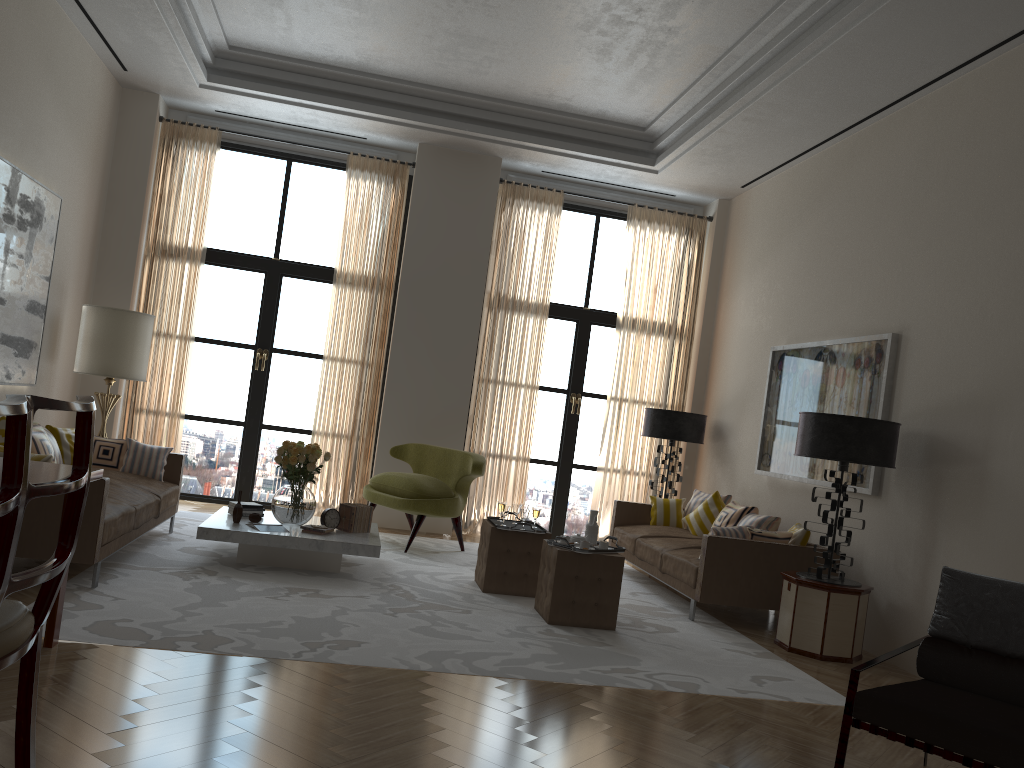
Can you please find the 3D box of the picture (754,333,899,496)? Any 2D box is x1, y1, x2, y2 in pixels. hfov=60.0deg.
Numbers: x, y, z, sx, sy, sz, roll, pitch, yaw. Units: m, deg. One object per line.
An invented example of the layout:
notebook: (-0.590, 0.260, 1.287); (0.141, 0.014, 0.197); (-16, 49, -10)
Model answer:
picture: (3.153, 0.291, 9.123); (0.080, 1.480, 2.266); (8, -2, -11)

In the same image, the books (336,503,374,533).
books: (-1.528, 1.300, 8.621); (0.210, 0.264, 0.282); (7, -2, 40)

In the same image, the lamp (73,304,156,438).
lamp: (-4.606, 0.283, 10.053); (0.766, 2.254, 0.769); (7, -1, 43)

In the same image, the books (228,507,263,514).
books: (-2.599, 1.234, 8.653); (0.207, 0.024, 0.263); (5, -3, 43)

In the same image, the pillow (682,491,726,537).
pillow: (2.320, 1.548, 10.366); (0.766, 0.617, 0.356); (6, -2, 34)

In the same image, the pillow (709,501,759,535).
pillow: (2.437, 1.580, 9.810); (0.404, 0.547, 0.617); (8, -2, -7)

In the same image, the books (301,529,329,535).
books: (-1.818, 1.364, 8.225); (0.197, 0.024, 0.256); (7, -2, 8)

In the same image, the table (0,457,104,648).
table: (-2.996, 0.844, 3.126); (1.801, 1.026, 3.800); (8, -2, -10)

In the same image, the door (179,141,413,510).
door: (-3.256, -0.720, 11.811); (3.260, 4.765, 0.239); (8, -1, -10)

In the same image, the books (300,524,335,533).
books: (-1.804, 1.342, 8.228); (0.255, 0.026, 0.202); (7, -2, 15)

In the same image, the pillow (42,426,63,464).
pillow: (-4.200, 0.670, 7.841); (0.371, 0.565, 0.659); (8, -2, -14)

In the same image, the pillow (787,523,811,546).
pillow: (2.698, 1.594, 8.587); (0.296, 0.475, 0.516); (7, -2, 12)

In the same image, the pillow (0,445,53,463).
pillow: (-3.547, 0.674, 6.437); (0.482, 0.433, 0.318); (8, -1, 0)

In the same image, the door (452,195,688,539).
door: (0.936, -0.125, 12.549); (3.088, 4.765, 0.239); (8, -1, -10)

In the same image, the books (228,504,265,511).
books: (-2.596, 1.210, 8.666); (0.229, 0.024, 0.281); (5, -3, 45)

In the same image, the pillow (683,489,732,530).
pillow: (2.326, 1.583, 10.771); (0.356, 0.576, 0.623); (8, -2, -31)

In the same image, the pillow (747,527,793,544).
pillow: (2.383, 1.578, 8.442); (0.465, 0.412, 0.304); (8, -1, -12)

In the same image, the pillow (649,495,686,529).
pillow: (1.905, 1.592, 10.849); (0.482, 0.433, 0.318); (8, -1, 0)

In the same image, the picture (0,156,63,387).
picture: (-4.609, -0.996, 7.754); (0.045, 1.997, 3.061); (8, -2, -9)

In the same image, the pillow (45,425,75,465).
pillow: (-4.337, 0.653, 8.699); (0.296, 0.475, 0.516); (7, -2, 12)

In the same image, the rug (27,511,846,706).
rug: (-0.812, 1.827, 8.344); (5.521, 0.065, 5.731); (8, -2, -10)

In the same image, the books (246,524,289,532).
books: (-2.227, 1.297, 8.076); (0.281, 0.038, 0.383); (9, -3, -37)

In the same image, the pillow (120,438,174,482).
pillow: (-3.667, 0.779, 8.870); (0.498, 0.428, 0.326); (8, -1, -22)

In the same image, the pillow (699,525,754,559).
pillow: (2.021, 1.525, 8.415); (0.498, 0.428, 0.326); (8, -1, -22)

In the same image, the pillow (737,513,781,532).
pillow: (2.552, 1.645, 9.444); (0.371, 0.565, 0.659); (8, -2, -14)

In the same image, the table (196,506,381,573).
table: (-2.095, 1.524, 8.531); (1.585, 0.343, 1.500); (8, -2, -10)

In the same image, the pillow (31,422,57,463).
pillow: (-4.068, 0.608, 7.477); (0.404, 0.547, 0.617); (8, -2, -7)

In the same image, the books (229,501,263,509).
books: (-2.596, 1.182, 8.657); (0.260, 0.030, 0.206); (10, -3, -43)

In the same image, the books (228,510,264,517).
books: (-2.601, 1.264, 8.664); (0.281, 0.035, 0.207); (10, -3, -43)

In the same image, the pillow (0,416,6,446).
pillow: (-3.941, 0.563, 6.922); (0.766, 0.617, 0.356); (6, -2, 34)

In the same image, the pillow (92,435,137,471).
pillow: (-4.031, 0.732, 8.843); (0.465, 0.412, 0.304); (8, -1, -12)

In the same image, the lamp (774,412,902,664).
lamp: (2.770, 1.293, 7.620); (0.830, 2.017, 0.829); (8, -1, -9)
